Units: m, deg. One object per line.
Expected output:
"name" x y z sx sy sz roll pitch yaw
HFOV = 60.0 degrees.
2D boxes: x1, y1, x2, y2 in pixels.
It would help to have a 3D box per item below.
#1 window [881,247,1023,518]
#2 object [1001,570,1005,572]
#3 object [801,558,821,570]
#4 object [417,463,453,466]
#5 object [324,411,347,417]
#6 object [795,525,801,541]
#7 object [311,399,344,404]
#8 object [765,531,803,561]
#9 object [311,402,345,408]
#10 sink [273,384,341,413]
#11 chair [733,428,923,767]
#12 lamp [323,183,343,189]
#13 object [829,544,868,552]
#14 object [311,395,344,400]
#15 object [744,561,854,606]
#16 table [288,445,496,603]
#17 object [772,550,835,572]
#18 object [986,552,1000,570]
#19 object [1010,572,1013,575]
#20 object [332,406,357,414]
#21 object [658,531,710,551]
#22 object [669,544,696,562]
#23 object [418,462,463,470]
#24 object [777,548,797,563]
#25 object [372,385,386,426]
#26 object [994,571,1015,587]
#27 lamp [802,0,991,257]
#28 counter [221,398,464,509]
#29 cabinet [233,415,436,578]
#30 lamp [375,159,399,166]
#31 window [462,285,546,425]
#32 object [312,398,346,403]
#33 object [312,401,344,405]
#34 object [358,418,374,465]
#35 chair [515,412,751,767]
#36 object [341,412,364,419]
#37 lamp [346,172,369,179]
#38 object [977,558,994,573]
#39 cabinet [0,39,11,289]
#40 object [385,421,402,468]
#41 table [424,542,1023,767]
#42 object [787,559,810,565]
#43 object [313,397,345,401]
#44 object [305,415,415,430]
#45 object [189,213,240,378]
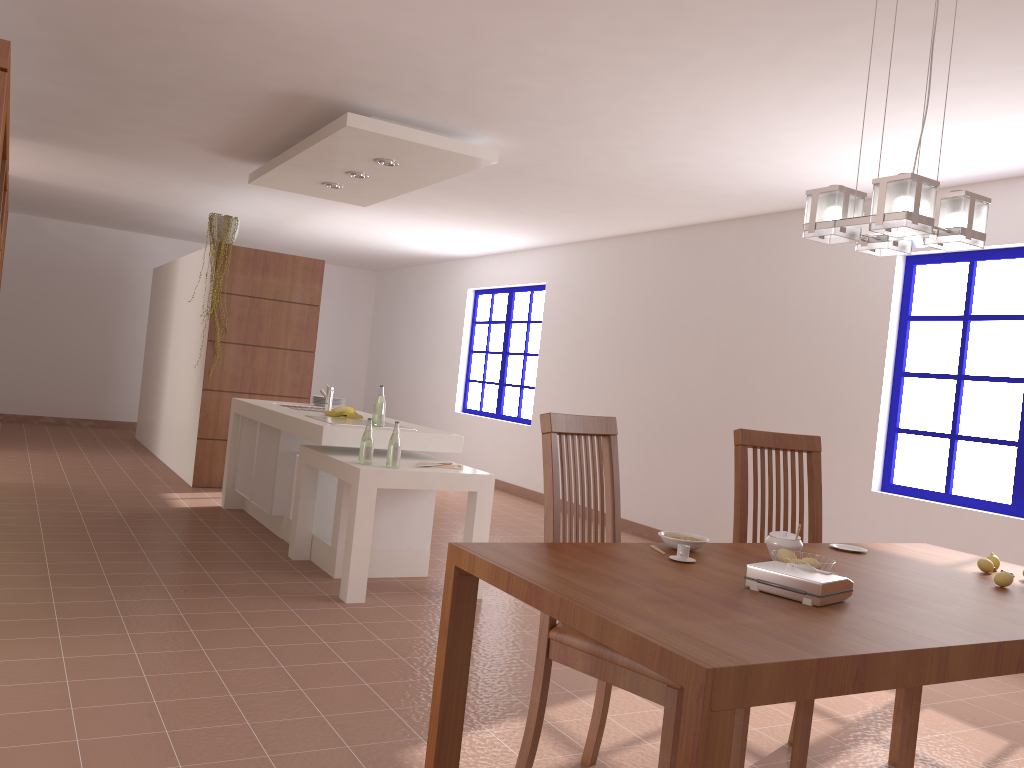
"window" 2.739 -0.013 4.628 0.035 1.430 1.699 6 0 -30
"object" 1.396 0.534 2.520 0.014 0.012 0.014 6 0 -26
"object" 0.743 0.450 2.212 0.048 0.033 0.060 6 0 -31
"object" -0.408 0.426 4.675 0.041 0.008 0.375 6 0 27
"object" -1.111 0.186 5.503 0.207 0.033 0.060 6 0 40
"object" 0.741 0.402 2.310 0.010 0.075 0.015 6 0 -30
"object" -1.380 0.138 6.650 0.228 0.020 0.228 6 0 42
"object" 0.717 0.430 2.341 0.096 0.079 0.096 6 0 -34
"object" -1.383 0.159 6.650 0.228 0.020 0.228 6 0 42
"sink" -1.368 0.168 6.111 0.404 0.368 0.668 6 0 -30
"chair" 0.938 0.702 2.786 0.444 1.063 0.574 6 0 -20
"lamp" -1.243 -1.398 6.171 0.143 0.059 0.143 6 0 -2
"object" 1.014 0.496 2.673 0.108 0.008 0.108 6 0 25
"object" -1.377 0.108 6.650 0.228 0.020 0.228 6 0 42
"object" 0.643 0.432 1.962 0.195 0.062 0.176 6 0 -45
"table" -0.685 0.730 4.837 0.737 0.647 1.003 6 0 -30
"object" 0.721 0.450 2.202 0.151 0.041 0.151 6 0 20
"object" 1.403 0.518 2.588 0.038 0.053 0.039 6 0 5
"object" 1.392 0.533 2.475 0.014 0.014 0.012 6 0 -41
"object" -1.034 0.166 5.542 0.047 0.055 0.207 6 0 37
"object" 0.456 0.424 2.364 0.136 0.036 0.136 6 0 18
"object" 0.424 0.420 2.200 0.065 0.037 0.065 6 0 -16
"object" -0.378 0.435 4.723 0.266 0.006 0.168 6 0 -13
"object" 0.695 0.439 2.237 0.055 0.044 0.048 6 0 40
"object" -0.746 0.122 5.008 0.071 0.230 0.071 6 0 41
"object" 1.285 0.510 2.317 0.041 0.041 0.042 6 0 -44
"lamp" 0.990 -0.807 2.201 0.304 0.919 0.304 6 0 -30
"counter" -1.201 0.594 5.749 0.821 0.800 2.156 6 0 -30
"cabinet" -1.175 0.648 5.702 0.737 0.700 2.048 6 0 -30
"lamp" -0.746 -1.342 5.300 0.143 0.059 0.143 6 0 43
"window" -0.070 -0.331 9.576 0.035 1.430 1.699 6 0 -30
"object" -1.379 0.128 6.650 0.228 0.020 0.228 6 0 42
"object" -1.381 0.149 6.650 0.228 0.020 0.228 6 0 42
"object" -0.724 0.286 4.443 0.071 0.230 0.071 6 0 41
"chair" 0.336 0.638 2.440 0.574 1.063 0.444 6 0 41
"object" -1.008 0.196 5.532 0.207 0.033 0.060 6 0 15
"lamp" -0.997 -1.371 5.738 0.143 0.059 0.143 6 0 -2
"object" 1.344 0.515 2.517 0.042 0.041 0.041 6 0 35
"cabinet" -3.073 -0.608 4.547 0.754 1.200 4.718 6 0 -30
"object" -0.582 0.301 4.411 0.071 0.230 0.071 6 0 41
"table" 0.808 0.852 2.173 1.800 0.740 0.900 6 0 -30
"object" 0.706 0.446 2.178 0.061 0.032 0.048 6 0 30
"object" -1.378 0.118 6.650 0.228 0.020 0.228 6 0 42
"object" -0.889 0.225 5.172 0.493 0.006 0.551 6 0 -30
"object" -2.429 -0.713 7.241 0.279 1.344 0.297 6 0 20
